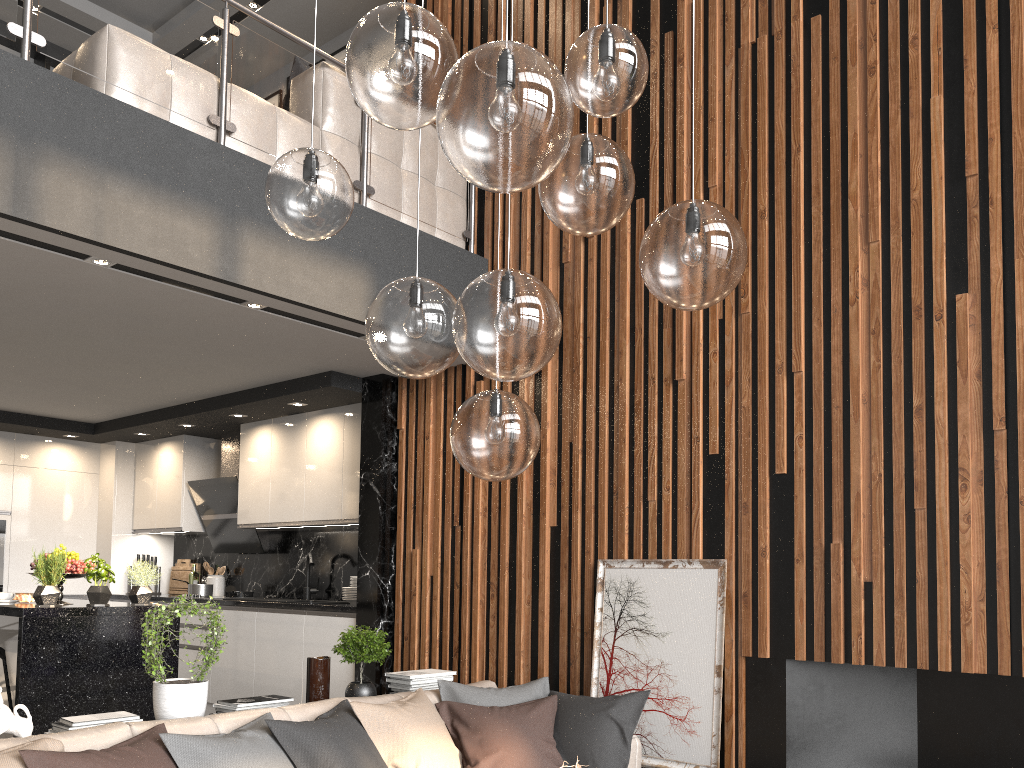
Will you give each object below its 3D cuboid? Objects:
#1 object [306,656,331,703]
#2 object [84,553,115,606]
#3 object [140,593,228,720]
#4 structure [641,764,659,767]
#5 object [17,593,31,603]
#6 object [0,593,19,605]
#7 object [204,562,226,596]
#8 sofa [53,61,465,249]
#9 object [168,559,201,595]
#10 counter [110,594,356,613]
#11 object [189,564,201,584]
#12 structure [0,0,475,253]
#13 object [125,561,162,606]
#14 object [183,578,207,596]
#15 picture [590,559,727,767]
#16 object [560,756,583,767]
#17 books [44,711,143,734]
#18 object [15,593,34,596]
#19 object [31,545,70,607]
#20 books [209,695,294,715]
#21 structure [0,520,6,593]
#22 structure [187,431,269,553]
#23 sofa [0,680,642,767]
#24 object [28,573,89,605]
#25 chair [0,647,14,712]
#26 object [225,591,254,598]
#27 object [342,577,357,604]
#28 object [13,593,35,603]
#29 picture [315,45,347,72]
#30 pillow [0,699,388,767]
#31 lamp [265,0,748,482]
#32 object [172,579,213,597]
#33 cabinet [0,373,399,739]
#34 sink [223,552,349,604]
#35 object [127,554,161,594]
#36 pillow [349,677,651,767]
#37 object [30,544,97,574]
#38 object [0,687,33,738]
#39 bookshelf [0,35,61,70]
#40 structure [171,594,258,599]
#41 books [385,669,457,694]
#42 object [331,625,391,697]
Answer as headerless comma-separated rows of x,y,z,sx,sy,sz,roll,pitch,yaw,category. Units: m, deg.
-0.917,1.424,4.140,0.110,0.264,0.109,5,-7,-44,object
-2.421,1.146,5.131,0.180,0.308,0.174,5,-7,-39,object
-1.365,1.149,3.615,0.216,0.568,0.391,-1,-7,21,object
1.822,1.946,3.589,6.576,0.451,0.676,-10,-14,40,structure
-2.996,1.314,5.373,0.074,0.058,0.061,6,-10,-28,object
-2.966,1.254,5.113,0.155,0.069,0.158,-1,-11,9,object
-2.600,1.715,7.691,0.159,0.300,0.177,-4,-8,43,object
-1.811,-1.165,5.184,2.302,0.769,2.309,-9,-15,39,sofa
-3.047,1.793,8.131,0.403,0.326,0.098,-7,-8,40,object
-2.116,1.741,7.000,3.480,0.039,0.619,-10,-16,40,counter
-2.856,1.767,7.898,0.082,0.279,0.090,-3,-6,40,object
-2.843,-1.264,4.736,3.399,0.728,4.281,-9,-16,39,structure
-2.260,1.213,5.361,0.223,0.280,0.213,6,-8,-36,object
-2.802,1.814,7.836,0.274,0.160,0.182,-8,-12,40,object
0.700,1.354,4.277,0.733,0.985,0.102,-5,-6,40,picture
0.066,1.134,1.951,0.317,0.594,0.552,0,-8,11,object
-1.583,1.331,3.371,0.195,0.098,0.353,-8,-15,39,books
-3.640,1.560,6.453,0.403,0.030,0.294,-9,-16,39,object
-2.605,1.074,4.947,0.196,0.364,0.189,1,-5,-5,object
-1.159,1.443,3.868,0.206,0.097,0.330,-8,-15,39,books
-4.779,1.461,7.434,0.655,0.623,0.663,-6,-11,40,structure
-2.366,0.916,7.409,0.742,1.017,0.417,-5,-7,40,structure
-0.437,1.584,2.927,1.888,0.805,3.289,-8,-15,39,sofa
-2.748,1.244,5.318,0.367,0.185,0.375,0,-11,4,object
-3.490,1.879,5.357,1.740,0.727,0.439,-9,-11,40,chair
-2.283,1.731,7.218,0.232,0.059,0.359,-3,-13,18,object
-1.059,1.474,6.249,0.307,0.192,0.304,-8,-14,43,object
-3.027,1.323,5.417,0.070,0.059,0.133,-6,-13,39,object
-1.575,-2.357,7.222,0.998,0.646,0.025,-7,-8,40,picture
-1.046,1.401,2.960,0.546,0.490,1.969,-6,-14,39,pillow
0.019,-2.296,2.030,1.235,4.929,1.242,-2,-5,37,lamp
-2.670,1.717,7.367,0.349,0.151,0.203,-6,-11,30,object
-3.184,1.004,5.975,6.244,3.196,3.666,-8,-12,40,cabinet
-1.665,1.544,6.649,1.120,0.539,0.504,-8,-12,40,sink
-3.390,1.760,8.090,0.067,0.367,0.325,-2,-8,40,object
-0.072,1.642,3.951,1.387,0.540,0.774,5,-10,-19,pillow
-2.747,1.083,5.339,0.321,0.212,0.352,-7,-12,37,object
-1.799,1.169,3.083,0.208,0.286,0.137,5,-6,-30,object
-4.233,-1.654,7.061,0.249,2.476,3.568,-2,-9,40,bookshelf
-2.444,1.777,7.279,0.604,0.059,0.517,-9,-16,39,structure
-0.479,1.589,4.597,0.201,0.148,0.337,-7,-13,40,books
-0.752,1.401,4.347,0.309,0.402,0.276,1,-6,0,object
